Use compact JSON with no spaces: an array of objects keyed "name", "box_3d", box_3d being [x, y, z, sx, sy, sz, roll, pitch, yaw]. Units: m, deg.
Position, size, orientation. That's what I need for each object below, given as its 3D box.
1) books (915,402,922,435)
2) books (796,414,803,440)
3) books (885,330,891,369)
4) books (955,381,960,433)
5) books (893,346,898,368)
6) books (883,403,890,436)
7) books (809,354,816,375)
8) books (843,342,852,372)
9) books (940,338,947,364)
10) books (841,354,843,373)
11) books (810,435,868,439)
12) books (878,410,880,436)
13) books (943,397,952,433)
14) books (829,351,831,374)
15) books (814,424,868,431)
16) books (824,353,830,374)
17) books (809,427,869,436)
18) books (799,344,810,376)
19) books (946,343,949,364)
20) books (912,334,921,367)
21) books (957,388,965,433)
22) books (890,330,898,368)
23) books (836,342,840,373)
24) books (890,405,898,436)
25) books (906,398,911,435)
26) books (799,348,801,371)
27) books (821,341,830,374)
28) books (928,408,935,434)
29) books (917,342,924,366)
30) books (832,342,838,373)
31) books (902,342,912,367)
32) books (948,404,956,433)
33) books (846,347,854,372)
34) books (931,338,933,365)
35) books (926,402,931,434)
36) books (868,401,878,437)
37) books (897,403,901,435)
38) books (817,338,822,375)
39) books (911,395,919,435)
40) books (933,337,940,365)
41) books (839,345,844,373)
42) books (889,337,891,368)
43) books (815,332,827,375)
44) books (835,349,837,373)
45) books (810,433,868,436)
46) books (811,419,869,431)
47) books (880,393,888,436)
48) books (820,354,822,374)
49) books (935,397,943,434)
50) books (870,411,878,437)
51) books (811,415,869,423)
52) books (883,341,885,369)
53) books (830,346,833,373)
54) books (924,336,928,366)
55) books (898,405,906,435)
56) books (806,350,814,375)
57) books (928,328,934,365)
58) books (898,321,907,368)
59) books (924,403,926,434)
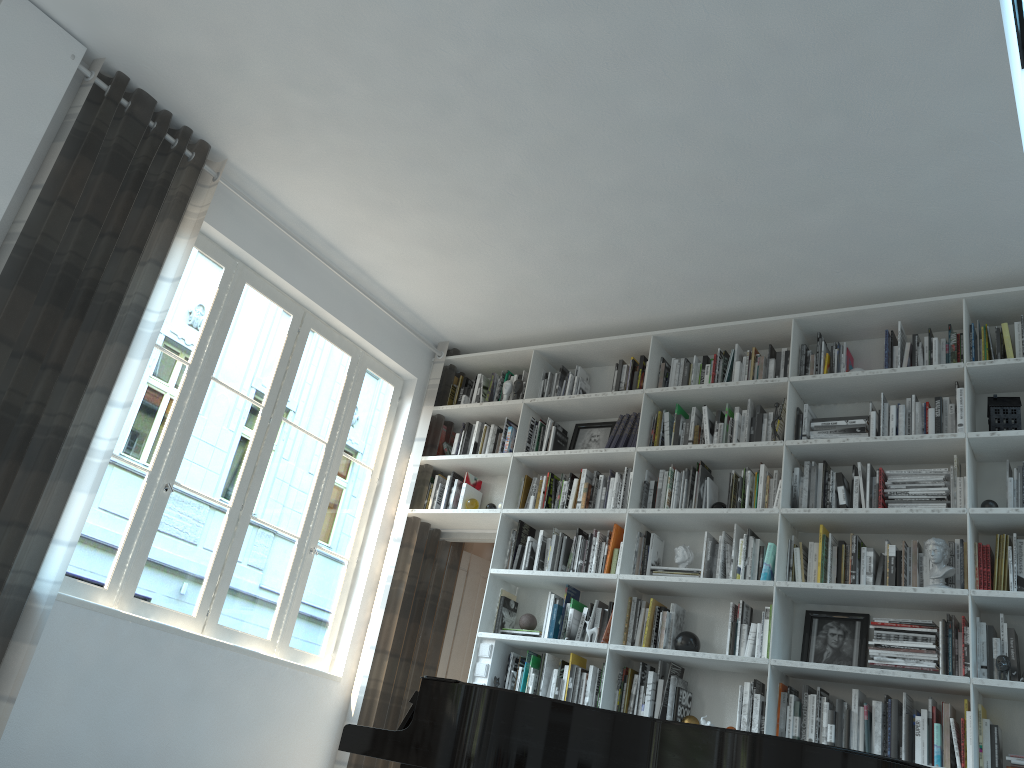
[{"name":"books","box_3d":[2.036,0.229,4.409,0.023,0.222,0.191,-5,-29,33]},{"name":"books","box_3d":[1.552,0.286,4.727,0.027,0.200,0.168,-5,-29,33]},{"name":"books","box_3d":[1.984,-0.116,4.657,0.014,0.291,0.176,-5,-29,33]},{"name":"books","box_3d":[2.193,0.171,4.347,0.012,0.332,0.156,-5,-29,33]},{"name":"books","box_3d":[2.022,-0.073,4.631,0.031,0.207,0.147,-5,-29,33]},{"name":"books","box_3d":[1.916,0.239,4.503,0.021,0.236,0.172,-5,-29,33]},{"name":"books","box_3d":[1.663,-0.040,4.850,0.026,0.193,0.167,-5,-29,33]},{"name":"books","box_3d":[1.805,-0.080,4.774,0.011,0.255,0.144,-5,-29,33]},{"name":"books","box_3d":[2.210,-0.098,4.523,0.026,0.232,0.137,-5,-29,33]},{"name":"books","box_3d":[1.794,-0.045,4.771,0.010,0.186,0.153,-5,-29,33]},{"name":"books","box_3d":[1.716,0.307,4.615,0.285,0.012,0.160,-4,-28,31]},{"name":"books","box_3d":[1.900,0.259,4.537,0.024,0.222,0.129,-5,-29,33]},{"name":"books","box_3d":[2.148,0.210,4.363,0.029,0.260,0.133,-5,-29,33]},{"name":"books","box_3d":[1.750,-0.053,4.829,0.006,0.232,0.136,-5,-29,33]},{"name":"books","box_3d":[1.727,0.257,4.634,0.254,0.025,0.161,-3,-28,30]},{"name":"books","box_3d":[1.724,-0.044,4.815,0.023,0.194,0.173,-5,-29,33]},{"name":"books","box_3d":[1.721,0.278,4.622,0.285,0.024,0.160,-9,-31,38]},{"name":"books","box_3d":[1.624,-0.065,4.884,0.026,0.252,0.186,-5,-29,33]},{"name":"books","box_3d":[2.221,-0.089,4.501,0.014,0.203,0.135,-5,-29,33]},{"name":"books","box_3d":[2.102,-0.107,4.595,0.028,0.268,0.140,-5,-29,33]},{"name":"books","box_3d":[2.180,0.184,4.261,0.037,0.236,0.273,-5,-29,33]},{"name":"books","box_3d":[2.007,-0.116,4.651,0.011,0.294,0.158,-5,-29,33]},{"name":"books","box_3d":[1.779,-0.078,4.789,0.005,0.254,0.168,-5,-29,33]},{"name":"books","box_3d":[1.942,0.245,4.478,0.027,0.215,0.191,-5,-29,33]},{"name":"books","box_3d":[2.016,0.224,4.468,0.029,0.272,0.141,-5,-29,33]},{"name":"books","box_3d":[1.619,-0.055,4.909,0.012,0.253,0.161,-5,-29,33]},{"name":"books","box_3d":[1.710,-0.079,4.829,0.011,0.263,0.164,-5,-29,33]},{"name":"books","box_3d":[2.083,0.241,4.371,0.029,0.187,0.176,-5,-29,33]},{"name":"books","box_3d":[2.111,-0.088,4.550,0.033,0.202,0.167,-5,-29,33]},{"name":"books","box_3d":[1.762,-0.077,4.808,0.013,0.263,0.147,-5,-29,33]},{"name":"books","box_3d":[2.055,-0.086,4.591,0.050,0.210,0.173,-5,-29,33]},{"name":"books","box_3d":[2.160,0.228,4.325,0.029,0.201,0.192,-5,-29,33]},{"name":"books","box_3d":[1.820,-0.062,4.780,0.004,0.234,0.138,-5,-29,33]},{"name":"books","box_3d":[2.159,-0.099,4.523,0.012,0.216,0.180,-5,-29,33]},{"name":"books","box_3d":[2.072,0.225,4.394,0.012,0.229,0.159,-5,-29,33]},{"name":"books","box_3d":[1.854,0.238,4.548,0.012,0.253,0.161,-5,-29,33]},{"name":"books","box_3d":[1.967,0.236,4.481,0.012,0.243,0.132,-5,-29,33]},{"name":"books","box_3d":[1.703,-0.085,4.858,0.010,0.295,0.153,-5,-29,33]},{"name":"books","box_3d":[2.026,0.214,4.438,0.023,0.268,0.185,-5,-29,33]},{"name":"books","box_3d":[2.164,-0.101,4.498,0.023,0.201,0.194,-5,-29,33]},{"name":"books","box_3d":[1.796,-0.068,4.797,0.013,0.248,0.148,-5,-29,33]},{"name":"books","box_3d":[2.000,-0.098,4.658,0.011,0.265,0.129,-5,-29,33]},{"name":"books","box_3d":[1.700,-0.101,4.878,0.014,0.339,0.145,-5,-29,33]},{"name":"books","box_3d":[1.768,-0.060,4.789,0.016,0.218,0.144,-5,-29,33]},{"name":"books","box_3d":[1.720,0.297,4.621,0.285,0.012,0.160,-4,-28,32]},{"name":"books","box_3d":[1.733,0.237,4.647,0.285,0.024,0.160,-7,-30,35]},{"name":"books","box_3d":[1.899,0.212,4.509,0.011,0.283,0.191,-5,-29,33]},{"name":"books","box_3d":[1.709,-0.040,4.843,0.011,0.204,0.146,-5,-29,33]},{"name":"books","box_3d":[2.114,0.211,4.366,0.032,0.247,0.174,-5,-29,33]},{"name":"books","box_3d":[1.861,0.264,4.522,0.025,0.186,0.194,-5,-29,33]},{"name":"books","box_3d":[1.741,0.218,4.660,0.285,0.024,0.160,-5,-29,33]},{"name":"books","box_3d":[1.978,-0.086,4.668,0.012,0.244,0.151,-5,-29,33]},{"name":"books","box_3d":[1.753,-0.066,4.817,0.014,0.247,0.140,-5,-29,33]},{"name":"books","box_3d":[2.140,-0.104,4.545,0.023,0.235,0.154,-5,-29,33]},{"name":"books","box_3d":[1.976,0.242,4.458,0.028,0.218,0.184,-5,-29,33]},{"name":"books","box_3d":[1.652,-0.047,4.879,0.023,0.227,0.157,-5,-29,33]},{"name":"books","box_3d":[2.150,-0.126,4.532,0.010,0.269,0.180,-5,-29,33]},{"name":"books","box_3d":[2.039,-0.140,4.628,0.010,0.330,0.187,-5,-29,33]},{"name":"books","box_3d":[2.066,0.229,4.404,0.010,0.229,0.153,-5,-29,33]}]
